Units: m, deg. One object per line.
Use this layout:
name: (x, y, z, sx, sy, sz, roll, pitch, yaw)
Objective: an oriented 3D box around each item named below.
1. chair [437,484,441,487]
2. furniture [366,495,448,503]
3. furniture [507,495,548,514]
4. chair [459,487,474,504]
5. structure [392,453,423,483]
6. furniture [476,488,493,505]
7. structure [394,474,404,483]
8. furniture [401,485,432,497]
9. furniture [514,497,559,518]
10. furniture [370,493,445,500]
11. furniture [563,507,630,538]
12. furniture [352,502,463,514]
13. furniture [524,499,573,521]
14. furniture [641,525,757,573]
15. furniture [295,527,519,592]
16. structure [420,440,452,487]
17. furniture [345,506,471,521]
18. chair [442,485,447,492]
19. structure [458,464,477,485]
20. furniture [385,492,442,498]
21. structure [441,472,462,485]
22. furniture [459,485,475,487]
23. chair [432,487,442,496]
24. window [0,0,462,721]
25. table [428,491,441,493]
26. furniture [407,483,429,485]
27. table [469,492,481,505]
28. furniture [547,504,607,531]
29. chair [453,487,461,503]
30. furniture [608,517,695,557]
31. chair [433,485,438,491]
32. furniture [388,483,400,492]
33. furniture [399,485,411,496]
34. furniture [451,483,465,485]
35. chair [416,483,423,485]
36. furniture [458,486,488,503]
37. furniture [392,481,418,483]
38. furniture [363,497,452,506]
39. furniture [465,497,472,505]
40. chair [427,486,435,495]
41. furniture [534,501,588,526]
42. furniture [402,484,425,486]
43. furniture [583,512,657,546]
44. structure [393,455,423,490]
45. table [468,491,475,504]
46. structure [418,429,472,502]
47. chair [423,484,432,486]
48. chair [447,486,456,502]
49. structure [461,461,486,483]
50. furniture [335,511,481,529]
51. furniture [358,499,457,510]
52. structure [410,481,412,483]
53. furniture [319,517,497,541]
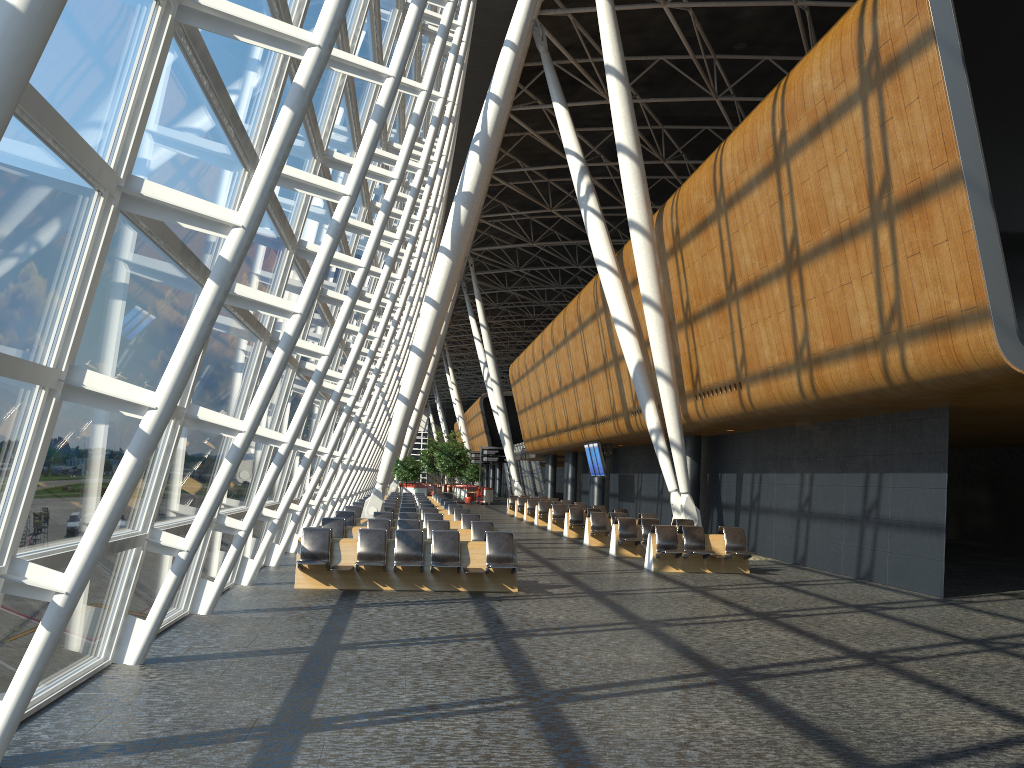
chair: (-5.416, 8.274, 68.384, 0.662, 1.009, 0.623, 2, -2, -22)
furniture: (-4.051, 4.759, 34.105, 3.252, 0.868, 1.666, 2, -5, -7)
furniture: (0.739, 5.634, 40.958, 1.897, 0.868, 1.666, 2, -5, -7)
chair: (-2.781, 6.813, 53.825, 0.622, 1.009, 0.663, 1, -2, 38)
structure: (-6.538, 5.785, 54.409, 1.922, 2.966, 1.864, 3, -2, -33)
furniture: (-1.634, 6.905, 54.361, 0.888, 1.005, 2.842, 2, -5, 6)
structure: (-7.579, 6.623, 61.895, 1.803, 2.810, 1.761, 0, -2, 41)
furniture: (-5.810, 6.650, 53.170, 0.891, 1.006, 2.830, 4, -5, -39)
furniture: (1.095, 5.329, 37.979, 1.897, 0.868, 1.666, 2, -5, -7)
furniture: (-4.408, 5.063, 37.084, 3.252, 0.868, 1.666, 2, -5, -7)
furniture: (2.523, 4.111, 26.065, 1.897, 0.868, 1.666, 2, -5, -7)
furniture: (-2.980, 3.845, 25.169, 3.252, 0.868, 1.666, 2, -5, -7)
furniture: (1.452, 5.024, 35.001, 1.897, 0.868, 1.666, 2, -5, -7)
furniture: (3.593, 3.197, 17.129, 1.897, 0.868, 1.666, 2, -5, -7)
furniture: (-1.553, 2.627, 13.255, 3.252, 0.868, 1.666, 2, -5, -7)
structure: (-5.830, 6.781, 71.014, 3.090, 4.528, 5.767, 1, -4, 16)
furniture: (-2.624, 3.541, 22.191, 3.252, 0.868, 1.666, 2, -5, -7)
chair: (-4.651, 7.893, 64.560, 0.660, 1.009, 0.624, 1, -2, 28)
structure: (-3.719, 7.896, 73.640, 1.934, 2.992, 1.889, 0, -2, 41)
furniture: (-4.764, 5.368, 40.063, 3.252, 0.868, 1.666, 2, -5, -7)
structure: (-4.391, 6.893, 66.638, 2.278, 3.473, 2.224, 2, -2, 6)
furniture: (-3.382, 7.940, 64.634, 0.891, 1.006, 2.830, 4, -5, -39)
chair: (-4.662, 6.677, 53.095, 0.660, 1.009, 0.624, 1, -2, 18)
window: (-10.075, 2.766, 79.407, 3.721, 14.000, 166.847, 2, -6, -7)
table: (-4.586, 6.697, 52.036, 0.801, 0.749, 0.799, 4, -4, -35)
furniture: (-7.693, 8.609, 72.211, 0.888, 1.006, 2.840, 0, -5, 36)
table: (-2.264, 6.861, 52.899, 0.798, 0.749, 0.802, 1, -3, 9)
furniture: (2.166, 4.415, 29.043, 1.897, 0.868, 1.666, 2, -5, -7)
chair: (-3.346, 7.027, 56.013, 0.622, 1.009, 0.663, 1, -2, 28)
furniture: (3.236, 3.502, 20.107, 1.897, 0.868, 1.666, 2, -5, -7)
chair: (-5.553, 7.438, 60.537, 0.660, 1.009, 0.624, 1, -2, 18)
furniture: (-9.090, 9.060, 76.173, 3.252, 0.868, 1.666, 2, -5, -7)
furniture: (-6.666, 6.923, 56.001, 0.888, 1.005, 2.842, 2, -5, 6)
furniture: (-5.727, 11.153, 94.940, 1.897, 0.868, 1.666, 2, -5, -7)
chair: (-7.410, 8.245, 68.692, 0.624, 1.009, 0.660, 3, -2, -42)
furniture: (-2.490, 7.179, 57.192, 0.891, 1.006, 2.830, 4, -5, -39)
furniture: (-11.587, 11.192, 97.024, 3.252, 0.868, 1.666, 2, -5, -7)
furniture: (-3.694, 4.454, 31.127, 3.252, 0.868, 1.666, 2, -5, -7)
furniture: (-2.592, 6.954, 52.503, 0.442, 0.459, 0.444, 1, -3, 6)
chair: (-5.173, 6.797, 54.372, 0.622, 1.009, 0.663, 1, -2, 18)
furniture: (1.809, 4.720, 32.022, 1.897, 0.868, 1.666, 2, -5, -7)
furniture: (-6.701, 7.411, 60.612, 0.891, 1.006, 2.830, 4, -5, -39)
furniture: (2.879, 3.806, 23.086, 1.897, 0.868, 1.666, 2, -5, -7)
structure: (-6.107, 5.588, 51.537, 1.779, 2.776, 1.737, 0, -2, 41)
table: (-2.321, 7.022, 54.433, 0.798, 0.749, 0.802, 1, -3, 9)
structure: (-4.363, 5.141, 55.115, 3.095, 4.528, 5.817, 2, -4, -14)
chair: (-6.065, 7.558, 61.814, 0.622, 1.009, 0.663, 1, -2, 18)
chair: (-3.760, 7.132, 57.118, 0.660, 1.009, 0.624, 1, -2, 28)
structure: (-2.806, 6.934, 63.270, 1.779, 2.776, 1.737, 0, -2, 41)
furniture: (-2.267, 3.236, 19.212, 3.252, 0.868, 1.666, 2, -5, -7)
furniture: (-3.337, 4.150, 28.148, 3.252, 0.868, 1.666, 2, -5, -7)
structure: (-6.953, 6.277, 58.629, 1.831, 2.849, 1.788, 0, -2, 41)
furniture: (-1.910, 2.931, 16.234, 3.252, 0.868, 1.666, 2, -5, -7)
